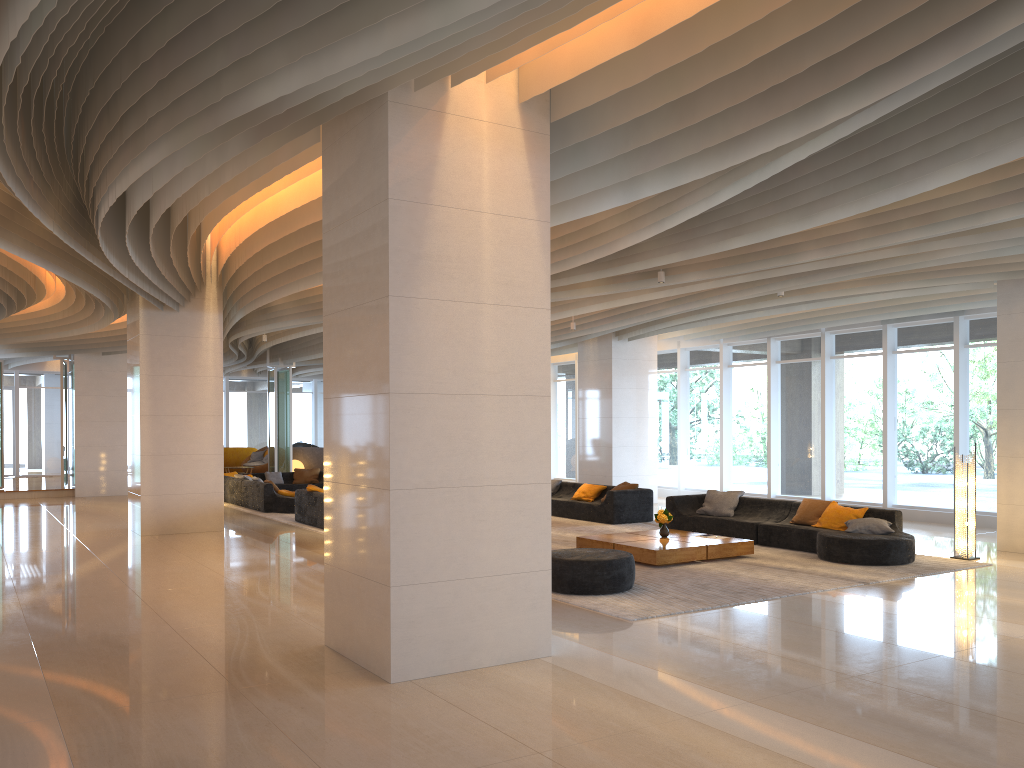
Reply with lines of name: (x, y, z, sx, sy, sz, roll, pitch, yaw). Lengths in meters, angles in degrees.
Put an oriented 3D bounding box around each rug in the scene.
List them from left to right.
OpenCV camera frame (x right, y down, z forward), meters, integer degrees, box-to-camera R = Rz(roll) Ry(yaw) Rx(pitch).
rug: (-0.826, 2.440, 15.840, 5.600, 0.022, 15.975, 2, -3, -32)

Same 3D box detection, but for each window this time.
window: (1.738, 0.793, 19.840, 53.788, 3.220, 22.442, -1, -3, 23)

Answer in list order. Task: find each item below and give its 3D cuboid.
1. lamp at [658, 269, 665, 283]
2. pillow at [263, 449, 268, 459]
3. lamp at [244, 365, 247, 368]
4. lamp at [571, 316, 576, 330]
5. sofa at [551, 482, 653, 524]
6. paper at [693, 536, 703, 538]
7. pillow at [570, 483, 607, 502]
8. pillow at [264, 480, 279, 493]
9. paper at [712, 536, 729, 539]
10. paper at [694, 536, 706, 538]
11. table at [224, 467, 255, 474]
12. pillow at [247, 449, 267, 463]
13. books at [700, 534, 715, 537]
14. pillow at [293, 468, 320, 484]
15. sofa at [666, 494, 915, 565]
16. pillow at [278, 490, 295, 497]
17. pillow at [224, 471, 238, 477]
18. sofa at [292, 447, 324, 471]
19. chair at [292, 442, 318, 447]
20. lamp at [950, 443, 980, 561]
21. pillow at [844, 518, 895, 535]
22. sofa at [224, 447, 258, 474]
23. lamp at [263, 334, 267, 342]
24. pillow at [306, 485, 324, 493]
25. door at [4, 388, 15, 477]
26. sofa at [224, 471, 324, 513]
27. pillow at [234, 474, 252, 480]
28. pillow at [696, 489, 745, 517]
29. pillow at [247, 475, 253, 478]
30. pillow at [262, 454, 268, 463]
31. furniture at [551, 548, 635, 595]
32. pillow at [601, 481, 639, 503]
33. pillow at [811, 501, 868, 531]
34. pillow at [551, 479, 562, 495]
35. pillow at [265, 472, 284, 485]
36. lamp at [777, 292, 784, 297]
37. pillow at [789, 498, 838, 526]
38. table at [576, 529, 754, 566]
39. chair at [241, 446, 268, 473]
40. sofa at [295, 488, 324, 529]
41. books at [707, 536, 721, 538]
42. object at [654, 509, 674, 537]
lamp: (1.903, -2.046, 11.313, 0.088, 1.506, 0.090, 0, 0, 13)
pillow: (-7.644, 2.254, 28.040, 0.596, 0.422, 0.378, -2, -2, 36)
lamp: (-8.012, -1.233, 26.634, 0.090, 1.506, 0.088, 0, 0, -23)
lamp: (1.148, -1.770, 16.691, 0.090, 1.506, 0.087, -1, 1, -41)
sofa: (0.890, 2.189, 16.833, 1.373, 0.582, 4.080, 1, -3, -33)
paper: (2.523, 1.989, 11.583, 0.267, 0.001, 0.193, 2, -4, -41)
pillow: (1.398, 2.053, 16.440, 0.457, 0.394, 0.627, 1, -2, -33)
pillow: (-4.790, 2.085, 17.844, 0.333, 0.311, 0.417, 1, -2, -30)
paper: (2.660, 1.980, 11.428, 0.183, 0.001, 0.261, -3, -4, 45)
paper: (2.528, 1.988, 11.581, 0.261, 0.001, 0.183, 2, -4, -40)
table: (-8.304, 2.682, 26.917, 1.062, 0.318, 0.832, -2, -3, 39)
pillow: (-8.047, 2.275, 28.074, 0.614, 0.454, 0.477, -1, -1, 19)
books: (2.545, 1.979, 11.570, 0.184, 0.011, 0.110, 2, -4, -42)
pillow: (-5.097, 2.280, 21.999, 0.642, 0.377, 0.544, 0, -2, -10)
sofa: (3.825, 1.951, 12.359, 1.356, 0.582, 4.130, 1, -3, -25)
pillow: (-4.425, 2.180, 17.713, 0.410, 0.136, 0.417, 0, -3, 2)
pillow: (-6.610, 2.240, 21.004, 0.336, 0.316, 0.415, -1, -2, 30)
sofa: (-6.481, 2.468, 28.567, 2.537, 0.901, 1.121, -1, -2, 17)
chair: (-6.883, 2.518, 30.540, 1.117, 1.005, 1.544, -1, -2, 41)
lamp: (5.667, 1.459, 11.091, 0.254, 1.451, 0.246, 0, 0, -32)
pillow: (4.494, 1.801, 11.175, 0.580, 0.209, 0.444, -1, -2, 17)
sofa: (-9.387, 2.473, 28.461, 2.607, 0.901, 1.091, 2, -3, -42)
lamp: (-5.210, -1.647, 18.672, 0.088, 1.506, 0.090, 0, 0, 13)
pillow: (-3.286, 1.938, 15.386, 0.550, 0.377, 0.635, 0, -2, -10)
door: (-16.144, 1.492, 27.277, 1.482, 2.771, 0.059, 0, 0, -33)
sofa: (-4.655, 2.318, 19.705, 2.870, 0.653, 5.011, 2, -3, -32)
pillow: (-5.711, 2.159, 19.366, 0.555, 0.377, 0.641, 1, -2, -37)
pillow: (3.206, 1.828, 13.678, 0.628, 0.377, 0.556, -2, -2, 36)
pillow: (-5.848, 2.168, 19.673, 0.417, 0.335, 0.329, -1, -1, 23)
pillow: (-7.535, 2.279, 27.637, 0.470, 0.408, 0.496, 1, -2, -30)
furniture: (0.770, 1.907, 9.083, 0.995, 0.364, 0.972, 1, -3, -23)
pillow: (1.910, 1.939, 15.771, 0.550, 0.377, 0.635, 0, -2, -10)
pillow: (4.328, 1.767, 11.703, 0.481, 0.403, 0.599, 1, -2, -25)
pillow: (0.661, 2.098, 17.627, 0.469, 0.416, 0.655, 1, -2, -32)
pillow: (-5.778, 2.287, 21.545, 0.414, 0.312, 0.317, 1, -2, -30)
lamp: (3.790, -1.992, 12.509, 0.088, 1.506, 0.090, 0, 0, 13)
pillow: (4.118, 1.775, 12.156, 0.376, 0.374, 0.567, 1, -2, -33)
table: (1.940, 2.091, 11.369, 1.626, 0.220, 1.577, 2, -3, -32)
chair: (-7.814, 2.384, 27.851, 1.156, 1.005, 1.492, 1, -2, -44)
sofa: (-2.501, 2.076, 14.380, 0.956, 0.582, 3.720, 1, -3, -32)
books: (2.583, 1.979, 11.500, 0.208, 0.011, 0.184, -3, -4, 39)
object: (1.964, 1.800, 11.514, 0.270, 0.377, 0.232, 0, -1, -30)
